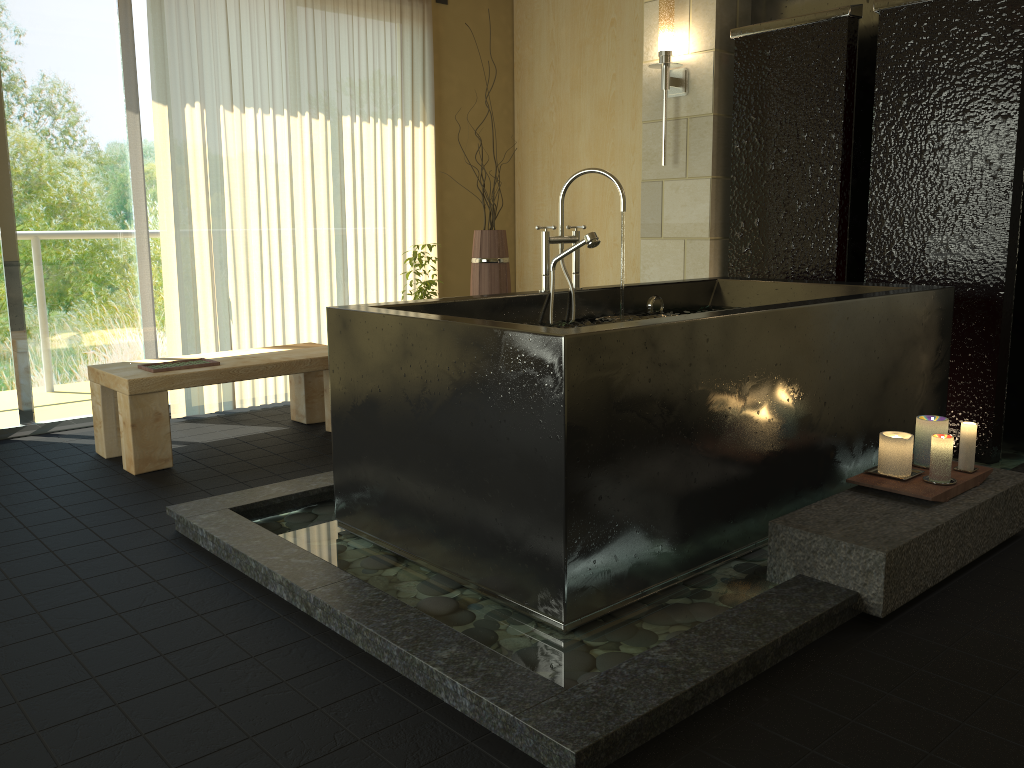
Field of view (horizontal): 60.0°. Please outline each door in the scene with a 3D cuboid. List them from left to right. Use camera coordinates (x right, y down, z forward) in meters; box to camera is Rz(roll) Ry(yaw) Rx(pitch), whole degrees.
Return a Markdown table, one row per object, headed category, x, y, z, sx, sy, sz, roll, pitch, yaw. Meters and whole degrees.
| category | x | y | z | sx | sy | sz | roll | pitch | yaw |
| --- | --- | --- | --- | --- | --- | --- | --- | --- | --- |
| door | -2.173 | -0.919 | 4.412 | 1.039 | 2.327 | 0.063 | -9 | 13 | -42 |

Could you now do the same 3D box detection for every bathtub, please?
| category | x | y | z | sx | sy | sz | roll | pitch | yaw |
| --- | --- | --- | --- | --- | --- | --- | --- | --- | --- |
| bathtub | 0.562 | -0.190 | 3.137 | 2.134 | 1.159 | 1.069 | -9 | 13 | -41 |

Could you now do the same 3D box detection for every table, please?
| category | x | y | z | sx | sy | sz | roll | pitch | yaw |
| --- | --- | --- | --- | --- | --- | --- | --- | --- | --- |
| table | -1.302 | 0.077 | 4.162 | 1.126 | 0.399 | 0.514 | -9 | 13 | -41 |

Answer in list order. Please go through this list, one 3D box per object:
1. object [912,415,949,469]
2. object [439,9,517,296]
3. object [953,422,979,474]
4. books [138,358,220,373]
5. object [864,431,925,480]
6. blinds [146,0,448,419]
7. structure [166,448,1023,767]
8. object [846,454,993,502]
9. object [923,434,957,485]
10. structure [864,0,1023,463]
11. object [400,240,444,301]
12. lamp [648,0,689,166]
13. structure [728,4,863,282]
| category | x | y | z | sx | sy | sz | roll | pitch | yaw |
| --- | --- | --- | --- | --- | --- | --- | --- | --- | --- |
| object | 1.322 | 0.182 | 2.799 | 0.112 | 0.154 | 0.112 | 8 | 13 | 43 |
| object | -0.191 | -1.000 | 5.127 | 0.468 | 2.175 | 0.464 | 1 | 9 | 9 |
| object | 1.404 | 0.194 | 2.734 | 0.056 | 0.151 | 0.056 | -9 | 13 | -41 |
| books | -1.462 | -0.083 | 3.895 | 0.294 | 0.014 | 0.182 | -9 | 13 | -41 |
| object | 1.172 | 0.214 | 2.711 | 0.131 | 0.124 | 0.131 | -9 | 13 | -41 |
| blinds | -1.097 | -1.204 | 5.046 | 1.946 | 2.574 | 0.064 | -9 | 13 | -42 |
| structure | 0.916 | 0.493 | 3.520 | 3.804 | 0.634 | 1.975 | -9 | 13 | -41 |
| object | 1.255 | 0.290 | 2.722 | 0.441 | 0.031 | 0.254 | -9 | 13 | -41 |
| object | 1.270 | 0.221 | 2.625 | 0.091 | 0.139 | 0.091 | 8 | 13 | 43 |
| structure | 1.799 | -0.609 | 3.763 | 0.094 | 2.062 | 0.641 | -9 | 12 | -41 |
| object | -0.491 | -0.328 | 4.886 | 0.242 | 0.927 | 0.267 | -1 | 9 | -4 |
| lamp | 0.786 | -1.542 | 4.522 | 0.188 | 0.835 | 0.176 | -9 | 12 | -41 |
| structure | 1.317 | -0.700 | 4.297 | 0.094 | 2.062 | 0.641 | -9 | 12 | -41 |
